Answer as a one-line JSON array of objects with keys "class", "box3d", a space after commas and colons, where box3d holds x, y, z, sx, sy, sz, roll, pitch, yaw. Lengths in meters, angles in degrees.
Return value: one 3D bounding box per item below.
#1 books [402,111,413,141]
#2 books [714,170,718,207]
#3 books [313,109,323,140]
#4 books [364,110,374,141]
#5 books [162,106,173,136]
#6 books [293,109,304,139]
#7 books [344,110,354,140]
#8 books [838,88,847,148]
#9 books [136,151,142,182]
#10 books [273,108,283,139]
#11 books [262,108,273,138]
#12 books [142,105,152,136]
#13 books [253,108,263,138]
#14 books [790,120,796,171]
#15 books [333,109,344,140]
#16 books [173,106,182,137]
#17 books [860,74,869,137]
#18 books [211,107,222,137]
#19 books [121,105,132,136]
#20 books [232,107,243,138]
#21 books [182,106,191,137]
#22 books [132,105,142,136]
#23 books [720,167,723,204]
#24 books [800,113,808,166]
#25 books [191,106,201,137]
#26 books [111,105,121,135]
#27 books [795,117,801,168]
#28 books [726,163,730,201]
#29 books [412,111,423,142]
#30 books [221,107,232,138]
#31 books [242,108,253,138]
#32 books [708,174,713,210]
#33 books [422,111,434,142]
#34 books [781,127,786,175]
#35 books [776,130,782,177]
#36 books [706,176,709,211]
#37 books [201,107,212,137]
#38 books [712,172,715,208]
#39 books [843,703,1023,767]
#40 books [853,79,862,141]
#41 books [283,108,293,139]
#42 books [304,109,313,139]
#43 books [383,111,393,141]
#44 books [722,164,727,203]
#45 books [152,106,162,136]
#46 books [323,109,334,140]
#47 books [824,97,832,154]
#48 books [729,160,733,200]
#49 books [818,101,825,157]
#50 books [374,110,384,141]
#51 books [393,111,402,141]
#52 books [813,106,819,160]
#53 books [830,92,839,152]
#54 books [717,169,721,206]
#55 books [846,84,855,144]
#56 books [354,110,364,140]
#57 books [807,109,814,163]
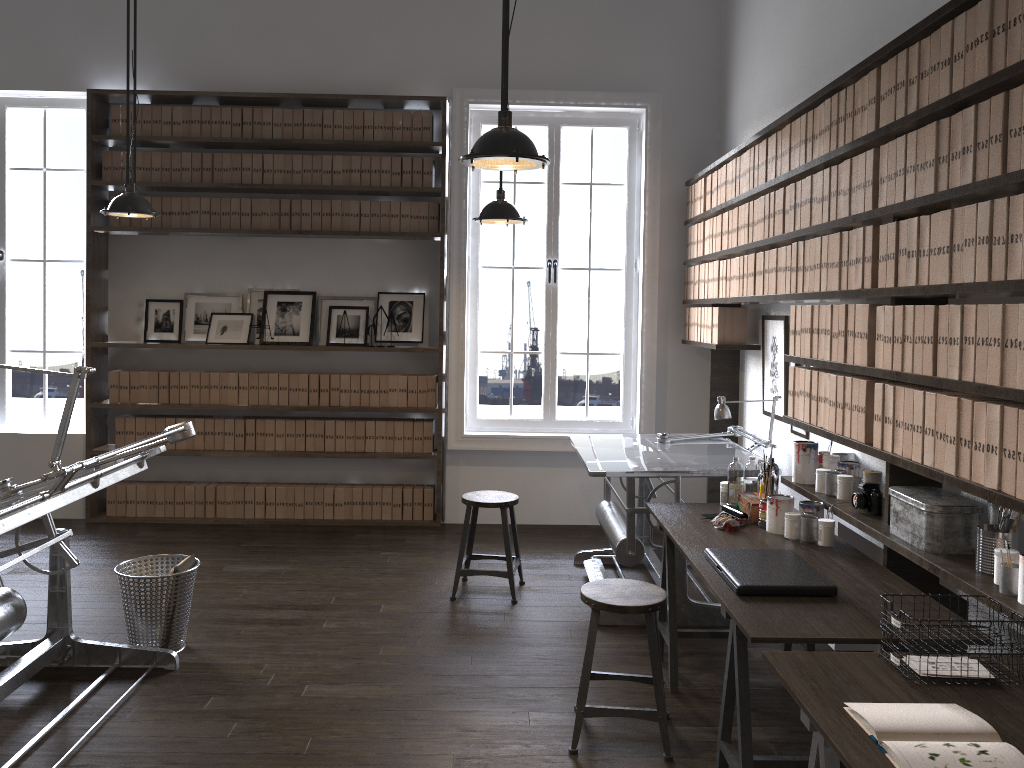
[{"class": "books", "box3d": [-0.738, -1.808, 6.297, 0.067, 0.225, 0.175, 1, 3, -1]}, {"class": "books", "box3d": [1.314, -1.173, 5.345, 0.174, 0.225, 0.067, 1, 2, -1]}, {"class": "books", "box3d": [-1.362, -1.817, 6.279, 0.067, 0.225, 0.175, 1, 3, -1]}, {"class": "books", "box3d": [-1.008, -1.812, 6.287, 0.067, 0.225, 0.175, 1, 3, -1]}, {"class": "books", "box3d": [-2.409, -1.834, 6.261, 0.067, 0.225, 0.175, 1, 3, -1]}, {"class": "books", "box3d": [-1.500, -1.820, 6.282, 0.067, 0.225, 0.175, 1, 3, -1]}, {"class": "books", "box3d": [-1.148, -1.815, 6.290, 0.067, 0.225, 0.175, 1, 3, -1]}, {"class": "books", "box3d": [1.352, -1.014, 3.403, 0.174, 0.225, 0.067, 1, 2, -1]}, {"class": "books", "box3d": [-2.617, -1.519, 6.269, 0.067, 0.225, 0.175, 1, 3, -1]}, {"class": "books", "box3d": [-1.640, -1.822, 6.277, 0.067, 0.225, 0.175, 1, 3, -1]}, {"class": "books", "box3d": [-1.712, -1.823, 6.273, 0.067, 0.225, 0.175, 1, 3, -1]}, {"class": "books", "box3d": [-2.549, -1.836, 6.264, 0.067, 0.225, 0.175, 1, 3, -1]}, {"class": "books", "box3d": [-1.778, -1.824, 6.278, 0.067, 0.225, 0.175, 1, 3, -1]}, {"class": "books", "box3d": [1.342, -1.059, 3.955, 0.174, 0.225, 0.067, 1, 2, -1]}, {"class": "books", "box3d": [-1.217, -1.815, 6.285, 0.067, 0.225, 0.175, 1, 3, -1]}, {"class": "books", "box3d": [-2.337, -1.833, 6.264, 0.067, 0.225, 0.175, 1, 3, -1]}, {"class": "books", "box3d": [1.355, -0.997, 3.188, 0.174, 0.225, 0.067, 1, 2, -1]}, {"class": "books", "box3d": [-2.069, -1.829, 6.272, 0.067, 0.225, 0.175, 1, 3, -1]}, {"class": "books", "box3d": [-2.691, -1.838, 6.254, 0.067, 0.225, 0.175, 1, 3, -1]}, {"class": "books", "box3d": [-1.927, -1.827, 6.275, 0.067, 0.225, 0.175, 1, 3, -1]}, {"class": "books", "box3d": [-2.274, -1.832, 6.267, 0.067, 0.225, 0.175, 1, 3, -1]}, {"class": "books", "box3d": [-2.619, -1.837, 6.259, 0.067, 0.225, 0.175, 1, 3, -1]}, {"class": "books", "box3d": [1.321, -1.161, 5.204, 0.174, 0.225, 0.067, 1, 2, -1]}, {"class": "books", "box3d": [1.341, -1.048, 3.820, 0.174, 0.225, 0.067, 1, 2, -1]}, {"class": "books", "box3d": [-2.207, -1.830, 6.264, 0.067, 0.225, 0.175, 1, 3, -1]}, {"class": "books", "box3d": [-2.764, -1.839, 6.253, 0.067, 0.225, 0.175, 1, 3, -1]}, {"class": "books", "box3d": [1.342, -1.054, 3.893, 0.174, 0.225, 0.067, 1, 2, -1]}, {"class": "books", "box3d": [1.322, -1.150, 5.070, 0.174, 0.225, 0.067, 1, 2, -1]}, {"class": "books", "box3d": [-0.667, -1.807, 6.298, 0.067, 0.225, 0.175, 1, 3, -1]}, {"class": "books", "box3d": [-1.998, -1.827, 6.269, 0.067, 0.225, 0.175, 1, 3, -1]}, {"class": "books", "box3d": [-1.852, -1.825, 6.271, 0.067, 0.225, 0.175, 1, 3, -1]}, {"class": "books", "box3d": [1.311, -1.185, 5.491, 0.174, 0.225, 0.067, 1, 2, -1]}, {"class": "books", "box3d": [-0.596, -1.806, 6.295, 0.067, 0.225, 0.175, 1, 3, -1]}, {"class": "books", "box3d": [1.341, -1.070, 4.090, 0.174, 0.225, 0.067, 1, 2, -1]}, {"class": "books", "box3d": [1.340, -1.076, 4.161, 0.174, 0.225, 0.067, 1, 2, -1]}, {"class": "books", "box3d": [1.315, -1.191, 5.566, 0.174, 0.225, 0.067, 1, 2, -1]}, {"class": "books", "box3d": [-2.140, -1.830, 6.271, 0.067, 0.225, 0.175, 1, 3, -1]}, {"class": "books", "box3d": [1.318, -1.179, 5.417, 0.174, 0.225, 0.067, 1, 2, -1]}, {"class": "books", "box3d": [0.856, 0.712, 1.768, 0.256, 0.029, 0.355, 1, 5, -1]}, {"class": "books", "box3d": [1.357, -1.002, 3.258, 0.174, 0.225, 0.067, 1, 2, -1]}, {"class": "books", "box3d": [-1.570, -1.821, 6.282, 0.067, 0.225, 0.175, 1, 3, -1]}, {"class": "books", "box3d": [-1.425, -1.819, 6.282, 0.067, 0.225, 0.175, 1, 3, -1]}, {"class": "books", "box3d": [-0.872, -1.810, 6.293, 0.067, 0.225, 0.175, 1, 3, -1]}, {"class": "books", "box3d": [1.316, -1.156, 5.136, 0.174, 0.225, 0.067, 1, 2, -1]}, {"class": "books", "box3d": [-2.479, -1.835, 6.264, 0.067, 0.225, 0.175, 1, 3, -1]}, {"class": "books", "box3d": [-1.290, -1.816, 6.280, 0.067, 0.225, 0.175, 1, 3, -1]}, {"class": "books", "box3d": [1.345, -1.025, 3.538, 0.174, 0.225, 0.067, 1, 2, -1]}, {"class": "books", "box3d": [1.322, -1.145, 5.007, 0.174, 0.225, 0.067, 1, 2, -1]}, {"class": "books", "box3d": [1.347, -1.031, 3.610, 0.174, 0.225, 0.067, 1, 2, -1]}, {"class": "books", "box3d": [-0.935, -1.811, 6.290, 0.067, 0.225, 0.175, 1, 3, -1]}, {"class": "books", "box3d": [-0.806, -1.809, 6.290, 0.067, 0.225, 0.175, 1, 3, -1]}, {"class": "books", "box3d": [1.350, -1.037, 3.680, 0.174, 0.225, 0.067, 1, 2, -1]}, {"class": "books", "box3d": [1.346, -1.019, 3.466, 0.174, 0.225, 0.067, 1, 2, -1]}, {"class": "books", "box3d": [1.320, -1.167, 5.275, 0.174, 0.225, 0.067, 1, 2, -1]}, {"class": "books", "box3d": [1.354, -1.008, 3.328, 0.174, 0.225, 0.067, 1, 2, -1]}, {"class": "books", "box3d": [-1.078, -1.813, 6.290, 0.067, 0.225, 0.175, 1, 3, -1]}, {"class": "books", "box3d": [1.346, -1.042, 3.750, 0.174, 0.225, 0.067, 1, 2, -1]}]
